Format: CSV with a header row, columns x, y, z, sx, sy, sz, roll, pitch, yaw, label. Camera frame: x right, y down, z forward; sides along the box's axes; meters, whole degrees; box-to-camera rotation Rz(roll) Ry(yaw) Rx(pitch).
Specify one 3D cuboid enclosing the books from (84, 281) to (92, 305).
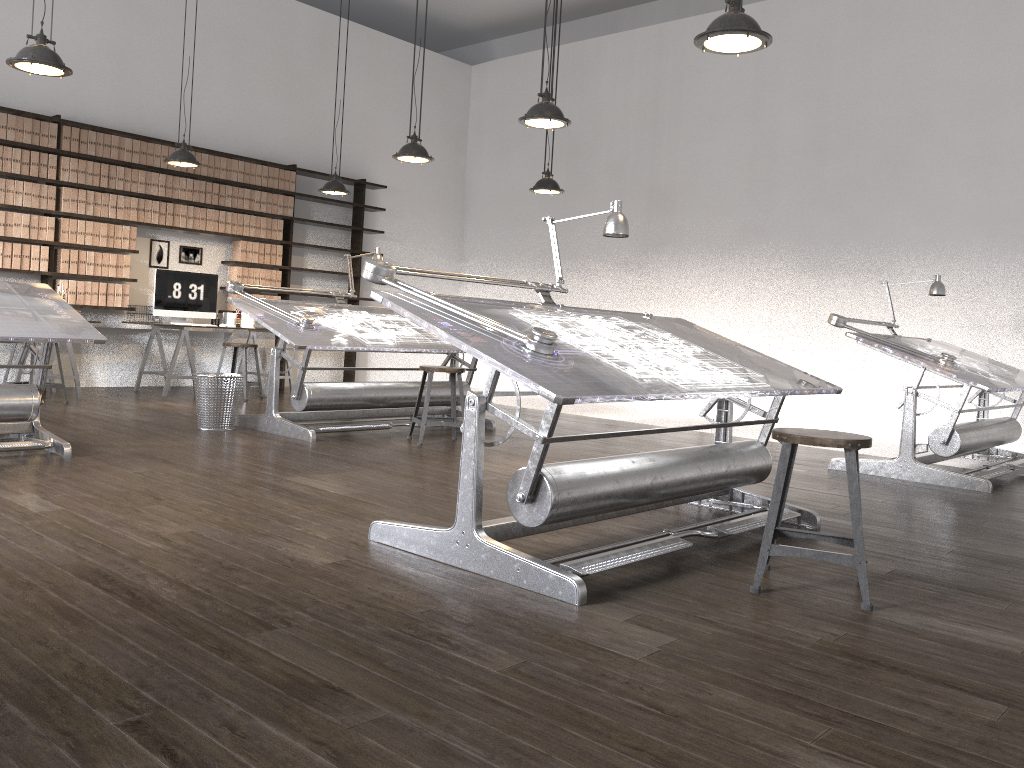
x,y,z,sx,sy,sz,roll,pitch,yaw,label
-3.963,-0.836,8.193,0.175,0.225,0.066,5,2,42,books

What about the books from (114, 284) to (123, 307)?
x,y,z,sx,sy,sz,roll,pitch,yaw,label
-3.771,-0.838,8.404,0.175,0.225,0.066,5,2,42,books

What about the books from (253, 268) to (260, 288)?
x,y,z,sx,sy,sz,roll,pitch,yaw,label
-2.782,-1.125,9.491,0.175,0.225,0.066,5,2,42,books

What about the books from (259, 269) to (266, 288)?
x,y,z,sx,sy,sz,roll,pitch,yaw,label
-2.731,-1.125,9.542,0.175,0.225,0.066,5,2,42,books

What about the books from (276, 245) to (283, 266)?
x,y,z,sx,sy,sz,roll,pitch,yaw,label
-2.590,-1.402,9.686,0.175,0.225,0.066,5,2,42,books

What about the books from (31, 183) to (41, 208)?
x,y,z,sx,sy,sz,roll,pitch,yaw,label
-4.235,-1.653,7.819,0.175,0.225,0.067,5,2,42,books

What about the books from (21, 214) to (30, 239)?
x,y,z,sx,sy,sz,roll,pitch,yaw,label
-4.299,-1.376,7.772,0.175,0.225,0.067,5,2,42,books

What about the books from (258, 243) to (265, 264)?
x,y,z,sx,sy,sz,roll,pitch,yaw,label
-2.741,-1.400,9.520,0.175,0.225,0.066,5,2,42,books

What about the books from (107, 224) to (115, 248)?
x,y,z,sx,sy,sz,roll,pitch,yaw,label
-3.810,-1.388,8.325,0.175,0.225,0.066,5,2,42,books

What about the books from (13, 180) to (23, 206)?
x,y,z,sx,sy,sz,roll,pitch,yaw,label
-4.331,-1.653,7.718,0.175,0.225,0.066,5,2,42,books

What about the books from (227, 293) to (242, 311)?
x,y,z,sx,sy,sz,roll,pitch,yaw,label
-2.930,-0.847,9.351,0.175,0.225,0.066,5,2,42,books

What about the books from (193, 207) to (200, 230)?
x,y,z,sx,sy,sz,roll,pitch,yaw,label
-3.232,-1.671,8.952,0.175,0.225,0.066,5,2,42,books

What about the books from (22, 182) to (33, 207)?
x,y,z,sx,sy,sz,roll,pitch,yaw,label
-4.280,-1.653,7.770,0.175,0.225,0.066,5,2,42,books

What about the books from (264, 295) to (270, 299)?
x,y,z,sx,sy,sz,roll,pitch,yaw,label
-2.707,-0.850,9.599,0.175,0.225,0.066,5,2,42,books

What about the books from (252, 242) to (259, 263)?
x,y,z,sx,sy,sz,roll,pitch,yaw,label
-2.785,-1.399,9.464,0.175,0.225,0.066,5,2,42,books

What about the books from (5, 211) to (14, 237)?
x,y,z,sx,sy,sz,roll,pitch,yaw,label
-4.388,-1.376,7.677,0.175,0.225,0.066,5,2,42,books

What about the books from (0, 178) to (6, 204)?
x,y,z,sx,sy,sz,roll,pitch,yaw,label
-4.425,-1.652,7.616,0.175,0.225,0.066,5,2,42,books

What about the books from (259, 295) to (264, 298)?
x,y,z,sx,sy,sz,roll,pitch,yaw,label
-2.750,-0.849,9.544,0.175,0.225,0.067,5,2,42,books

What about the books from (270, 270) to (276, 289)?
x,y,z,sx,sy,sz,roll,pitch,yaw,label
-2.648,-1.127,9.642,0.175,0.225,0.066,5,2,42,books

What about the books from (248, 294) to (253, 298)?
x,y,z,sx,sy,sz,roll,pitch,yaw,label
-2.839,-0.848,9.450,0.175,0.225,0.066,5,2,42,books

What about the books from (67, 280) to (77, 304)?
x,y,z,sx,sy,sz,roll,pitch,yaw,label
-4.050,-0.835,8.089,0.175,0.225,0.066,5,2,42,books

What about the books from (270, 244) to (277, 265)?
x,y,z,sx,sy,sz,roll,pitch,yaw,label
-2.642,-1.401,9.632,0.175,0.225,0.066,5,2,42,books

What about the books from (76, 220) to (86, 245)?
x,y,z,sx,sy,sz,roll,pitch,yaw,label
-3.986,-1.386,8.121,0.175,0.225,0.067,5,2,42,books

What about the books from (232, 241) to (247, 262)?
x,y,z,sx,sy,sz,roll,pitch,yaw,label
-2.883,-1.398,9.361,0.175,0.225,0.066,5,2,42,books

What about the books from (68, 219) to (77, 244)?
x,y,z,sx,sy,sz,roll,pitch,yaw,label
-4.036,-1.386,8.071,0.175,0.225,0.066,5,2,42,books

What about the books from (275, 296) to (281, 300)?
x,y,z,sx,sy,sz,roll,pitch,yaw,label
-2.613,-0.850,9.696,0.175,0.225,0.067,5,2,42,books

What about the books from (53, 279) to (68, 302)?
x,y,z,sx,sy,sz,roll,pitch,yaw,label
-4.101,-0.834,8.037,0.175,0.225,0.066,5,2,42,books

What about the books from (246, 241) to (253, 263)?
x,y,z,sx,sy,sz,roll,pitch,yaw,label
-2.835,-1.399,9.414,0.175,0.225,0.066,5,2,42,books

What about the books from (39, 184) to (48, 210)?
x,y,z,sx,sy,sz,roll,pitch,yaw,label
-4.197,-1.654,7.869,0.175,0.225,0.066,5,2,42,books

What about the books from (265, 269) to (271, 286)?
x,y,z,sx,sy,sz,roll,pitch,yaw,label
-2.687,-1.126,9.592,0.175,0.225,0.067,5,2,42,books

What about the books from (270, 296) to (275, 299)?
x,y,z,sx,sy,sz,roll,pitch,yaw,label
-2.661,-0.850,9.652,0.175,0.225,0.066,5,2,42,books

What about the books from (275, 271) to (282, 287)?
x,y,z,sx,sy,sz,roll,pitch,yaw,label
-2.602,-1.127,9.695,0.175,0.225,0.066,5,2,42,books

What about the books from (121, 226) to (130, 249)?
x,y,z,sx,sy,sz,roll,pitch,yaw,label
-3.712,-1.389,8.428,0.175,0.225,0.066,5,2,42,books

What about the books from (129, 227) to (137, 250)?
x,y,z,sx,sy,sz,roll,pitch,yaw,label
-3.669,-1.390,8.484,0.175,0.225,0.066,5,2,42,books

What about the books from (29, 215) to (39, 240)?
x,y,z,sx,sy,sz,roll,pitch,yaw,label
-4.255,-1.377,7.826,0.175,0.225,0.066,5,2,42,books

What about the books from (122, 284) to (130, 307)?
x,y,z,sx,sy,sz,roll,pitch,yaw,label
-3.727,-0.839,8.460,0.175,0.225,0.066,5,2,42,books

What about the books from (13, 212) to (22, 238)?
x,y,z,sx,sy,sz,roll,pitch,yaw,label
-4.345,-1.376,7.723,0.175,0.225,0.066,5,2,42,books

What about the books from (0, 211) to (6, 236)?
x,y,z,sx,sy,sz,roll,pitch,yaw,label
-4.429,-1.375,7.625,0.175,0.225,0.067,5,2,42,books

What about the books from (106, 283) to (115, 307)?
x,y,z,sx,sy,sz,roll,pitch,yaw,label
-3.822,-0.838,8.354,0.175,0.225,0.066,5,2,42,books

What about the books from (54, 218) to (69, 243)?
x,y,z,sx,sy,sz,roll,pitch,yaw,label
-4.084,-1.385,8.021,0.175,0.225,0.066,5,2,42,books

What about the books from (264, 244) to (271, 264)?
x,y,z,sx,sy,sz,roll,pitch,yaw,label
-2.687,-1.400,9.573,0.175,0.225,0.067,5,2,42,books

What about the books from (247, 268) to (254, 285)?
x,y,z,sx,sy,sz,roll,pitch,yaw,label
-2.831,-1.125,9.441,0.175,0.225,0.066,5,2,42,books

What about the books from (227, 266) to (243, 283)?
x,y,z,sx,sy,sz,roll,pitch,yaw,label
-2.920,-1.124,9.333,0.175,0.225,0.067,5,2,42,books

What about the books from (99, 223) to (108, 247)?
x,y,z,sx,sy,sz,roll,pitch,yaw,label
-3.851,-1.387,8.271,0.175,0.225,0.067,5,2,42,books

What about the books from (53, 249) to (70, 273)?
x,y,z,sx,sy,sz,roll,pitch,yaw,label
-4.088,-1.111,8.036,0.175,0.225,0.066,5,2,42,books

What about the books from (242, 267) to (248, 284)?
x,y,z,sx,sy,sz,roll,pitch,yaw,label
-2.876,-1.124,9.388,0.175,0.225,0.066,5,2,42,books

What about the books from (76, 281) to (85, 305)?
x,y,z,sx,sy,sz,roll,pitch,yaw,label
-4.002,-0.835,8.143,0.175,0.225,0.067,5,2,42,books

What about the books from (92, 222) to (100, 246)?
x,y,z,sx,sy,sz,roll,pitch,yaw,label
-3.898,-1.387,8.224,0.175,0.225,0.066,5,2,42,books

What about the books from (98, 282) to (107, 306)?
x,y,z,sx,sy,sz,roll,pitch,yaw,label
-3.868,-0.837,8.295,0.175,0.225,0.067,5,2,42,books

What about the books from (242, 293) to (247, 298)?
x,y,z,sx,sy,sz,roll,pitch,yaw,label
-2.880,-0.847,9.397,0.175,0.225,0.067,5,2,42,books

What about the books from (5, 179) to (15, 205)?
x,y,z,sx,sy,sz,roll,pitch,yaw,label
-4.380,-1.652,7.669,0.175,0.225,0.066,5,2,42,books

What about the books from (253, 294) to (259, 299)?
x,y,z,sx,sy,sz,roll,pitch,yaw,label
-2.796,-0.849,9.496,0.175,0.225,0.066,5,2,42,books

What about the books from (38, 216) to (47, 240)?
x,y,z,sx,sy,sz,roll,pitch,yaw,label
-4.210,-1.378,7.880,0.175,0.225,0.066,5,2,42,books

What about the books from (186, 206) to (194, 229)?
x,y,z,sx,sy,sz,roll,pitch,yaw,label
-3.275,-1.670,8.898,0.175,0.225,0.066,5,2,42,books

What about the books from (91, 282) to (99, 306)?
x,y,z,sx,sy,sz,roll,pitch,yaw,label
-3.921,-0.837,8.243,0.175,0.225,0.066,5,2,42,books

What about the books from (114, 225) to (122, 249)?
x,y,z,sx,sy,sz,roll,pitch,yaw,label
-3.763,-1.389,8.378,0.175,0.225,0.066,5,2,42,books
